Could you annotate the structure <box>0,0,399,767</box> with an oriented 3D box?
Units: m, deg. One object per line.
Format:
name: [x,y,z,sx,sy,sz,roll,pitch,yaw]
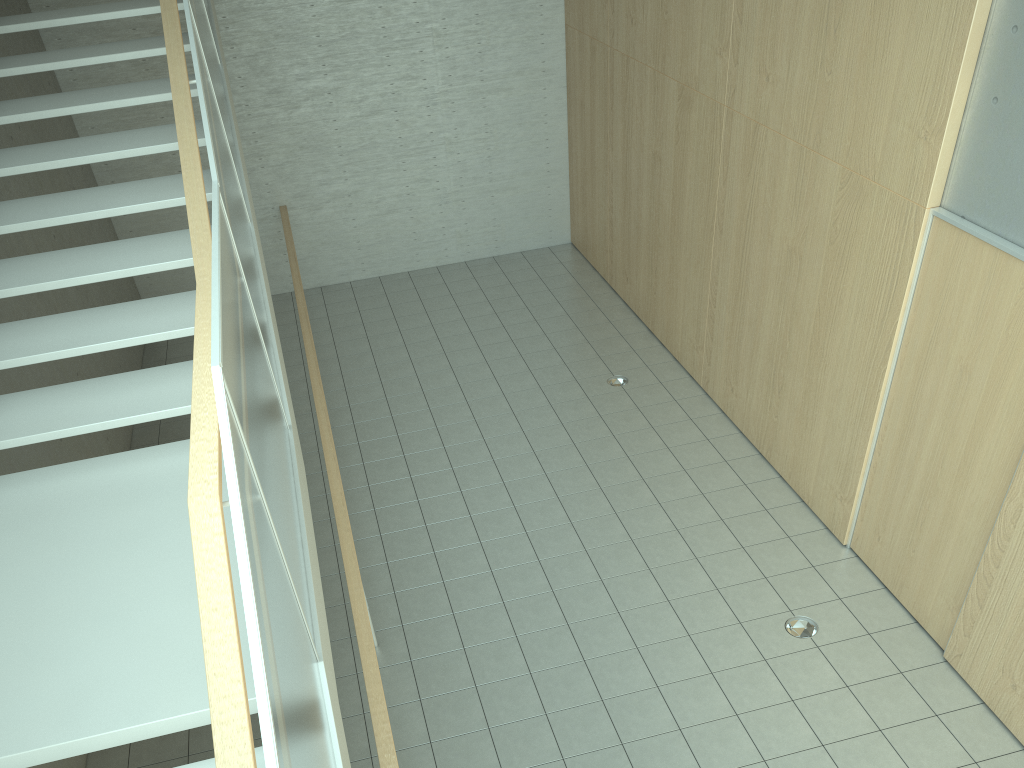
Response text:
structure: [-1.747,0.233,3.456,1.866,4.941,10.936,-13,35,-11]
